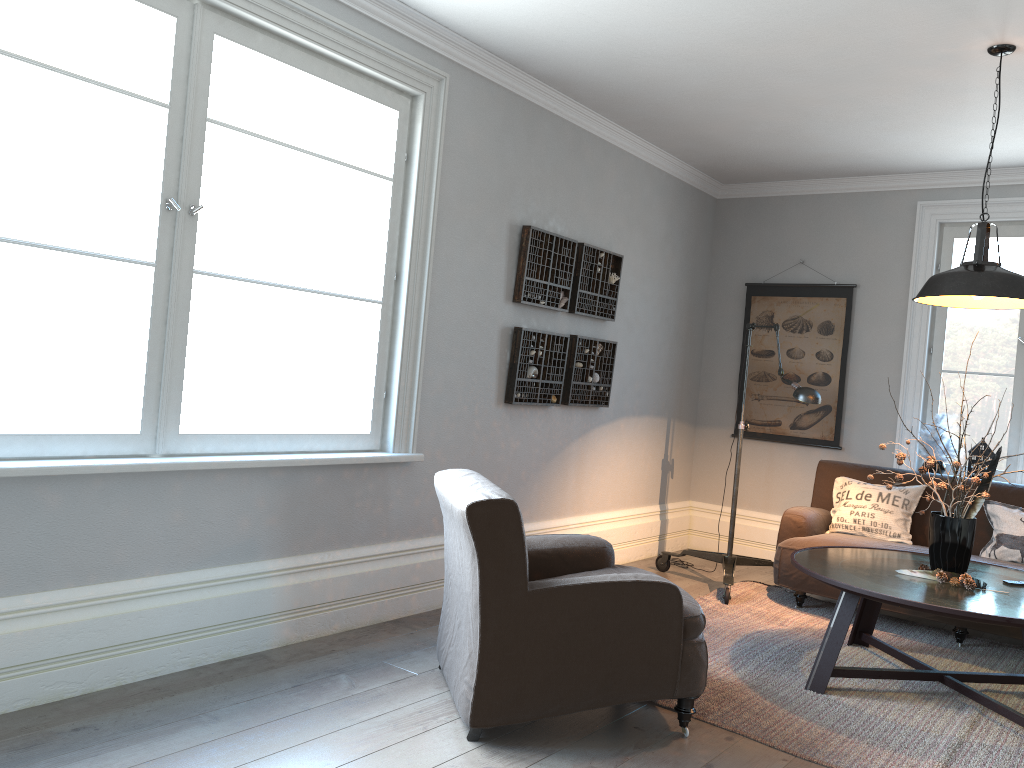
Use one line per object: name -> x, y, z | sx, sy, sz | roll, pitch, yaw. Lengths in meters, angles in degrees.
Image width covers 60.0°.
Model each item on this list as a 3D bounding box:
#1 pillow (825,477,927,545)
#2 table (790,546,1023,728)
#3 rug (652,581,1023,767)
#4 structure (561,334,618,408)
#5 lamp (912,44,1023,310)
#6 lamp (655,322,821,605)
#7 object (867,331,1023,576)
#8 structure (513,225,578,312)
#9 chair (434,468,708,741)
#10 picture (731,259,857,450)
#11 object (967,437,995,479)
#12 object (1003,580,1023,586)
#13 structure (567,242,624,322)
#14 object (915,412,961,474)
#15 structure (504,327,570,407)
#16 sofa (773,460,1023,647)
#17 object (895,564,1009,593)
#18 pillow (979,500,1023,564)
pillow -> 2.129, 0.743, 5.226 | 0.519, 0.368, 0.240 | 6, 1, 36
table -> 1.836, 1.075, 3.759 | 1.300, 0.503, 1.299 | 5, 1, 29
rug -> 1.863, 1.273, 3.771 | 2.819, 0.090, 2.399 | 6, 1, 37
structure -> 0.474, -0.071, 5.362 | 0.086, 0.416, 0.467 | 5, 0, 36
lamp -> 2.014, -0.878, 3.747 | 0.504, 1.076, 0.504 | 5, 0, -6
lamp -> 1.447, 0.443, 5.655 | 0.797, 1.644, 1.864 | 5, 0, -16
object -> 1.952, 0.302, 3.641 | 0.853, 1.066, 0.525 | 5, 0, 7
structure -> 0.181, -0.630, 4.921 | 0.099, 0.416, 0.467 | 5, 0, 36
chair -> 0.203, 0.775, 3.283 | 0.970, 0.795, 0.807 | 5, 0, -13
picture -> 1.996, -0.232, 6.291 | 0.793, 1.313, 0.057 | 5, 0, 36
object -> 2.916, 0.473, 5.512 | 0.155, 0.284, 0.155 | 5, 0, 26
object -> 2.203, 0.852, 3.780 | 0.207, 0.011, 0.051 | 5, 1, -4
structure -> 0.518, -0.606, 5.338 | 0.105, 0.416, 0.468 | 5, 0, 36
object -> 2.700, 0.381, 5.667 | 0.247, 0.424, 0.263 | 5, 0, -18
structure -> 0.148, -0.089, 4.920 | 0.086, 0.416, 0.467 | 5, 0, 36
sofa -> 2.584, 0.958, 4.743 | 2.165, 0.824, 0.968 | 6, 1, 36
object -> 1.819, 0.797, 3.675 | 0.153, 0.067, 0.404 | 5, 1, -36
pillow -> 2.751, 0.817, 4.714 | 0.472, 0.347, 0.159 | 5, 0, 34
